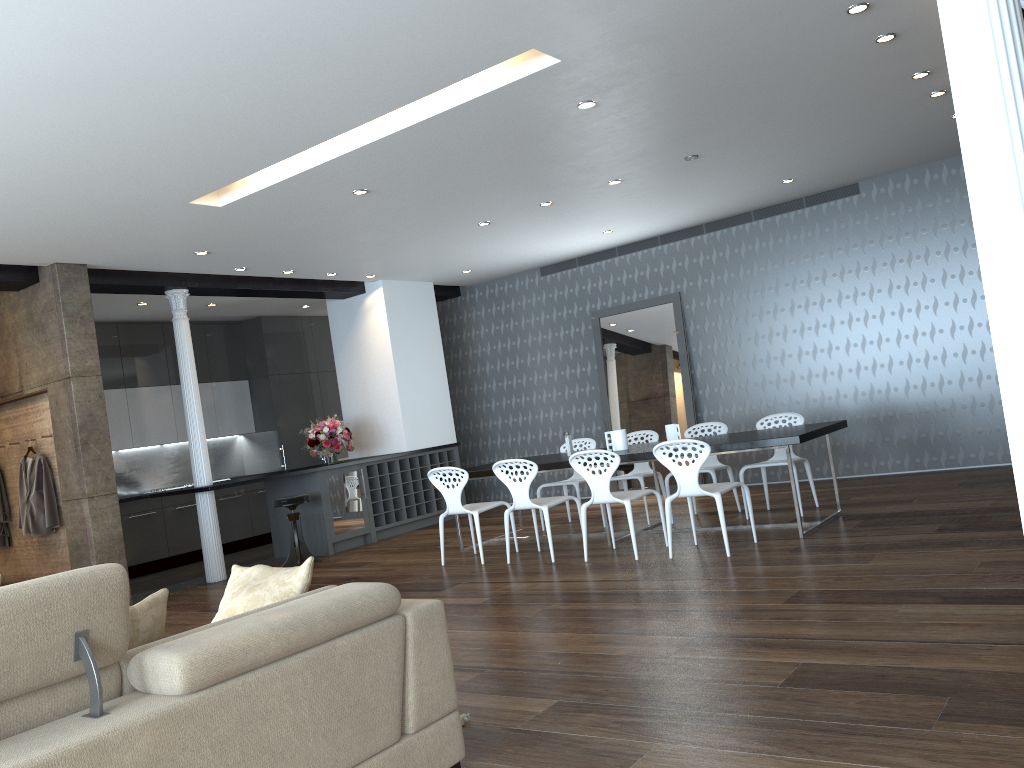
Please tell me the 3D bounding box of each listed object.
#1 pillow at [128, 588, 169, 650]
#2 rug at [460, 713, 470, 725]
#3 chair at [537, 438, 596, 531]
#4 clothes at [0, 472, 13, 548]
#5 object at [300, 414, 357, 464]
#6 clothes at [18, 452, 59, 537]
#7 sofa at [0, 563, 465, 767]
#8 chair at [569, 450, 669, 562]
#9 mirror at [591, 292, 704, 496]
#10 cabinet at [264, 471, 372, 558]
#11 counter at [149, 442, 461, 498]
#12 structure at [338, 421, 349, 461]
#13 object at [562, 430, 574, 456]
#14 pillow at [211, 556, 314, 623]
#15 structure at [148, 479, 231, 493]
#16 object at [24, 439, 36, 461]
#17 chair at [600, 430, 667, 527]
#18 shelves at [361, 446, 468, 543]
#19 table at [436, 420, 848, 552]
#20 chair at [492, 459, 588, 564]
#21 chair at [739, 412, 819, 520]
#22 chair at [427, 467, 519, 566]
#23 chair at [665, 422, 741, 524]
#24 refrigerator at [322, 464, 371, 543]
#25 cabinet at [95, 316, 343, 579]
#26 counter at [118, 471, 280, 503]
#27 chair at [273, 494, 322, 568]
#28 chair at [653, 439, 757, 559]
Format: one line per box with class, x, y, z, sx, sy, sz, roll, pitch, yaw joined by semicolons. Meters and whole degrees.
pillow;-1.221;0.845;2.471;0.301;0.439;0.534;-10;-3;39
rug;-2.591;1.662;2.673;2.972;0.020;4.231;-10;-3;36
chair;0.598;0.985;8.835;0.495;0.835;0.581;-10;-3;36
clothes;-4.954;1.139;8.414;0.569;0.855;0.141;-10;-3;36
object;-2.061;0.630;10.043;0.570;0.552;0.544;-10;-3;42
clothes;-4.246;0.986;7.881;0.700;0.735;0.173;-10;-2;34
sofa;-1.361;0.990;2.269;1.021;0.950;2.581;-10;-3;36
chair;0.780;0.880;6.699;0.495;0.835;0.581;-10;-3;36
mirror;1.575;0.160;10.478;1.200;2.294;0.240;-10;-3;36
cabinet;-2.162;1.411;9.886;0.900;0.897;0.642;-10;-3;36
counter;-2.132;0.938;10.041;1.000;0.040;3.700;-10;-3;36
structure;-2.619;0.861;12.860;0.591;0.596;0.595;-10;-3;36
object;0.493;0.532;7.928;0.076;0.233;0.161;-9;-2;17
pillow;-0.965;0.856;3.226;0.518;0.393;0.395;-10;-3;39
structure;-4.013;1.270;10.994;0.520;0.066;0.900;-10;-3;36
object;-4.288;0.600;7.900;0.430;0.219;0.010;-10;-3;36
chair;1.158;0.885;8.424;0.495;0.835;0.581;-10;-3;36
shelves;-1.478;1.341;10.834;0.900;0.897;1.700;-10;-3;36
table;1.045;0.926;7.639;3.400;0.733;1.200;-10;-3;36
chair;0.197;0.985;7.137;0.495;0.835;0.581;-10;-3;36
chair;2.279;0.685;7.602;0.495;0.835;0.581;-10;-3;36
chair;-0.361;1.084;7.552;0.495;0.835;0.581;-10;-3;36
chair;1.719;0.785;8.013;0.495;0.835;0.581;-10;-3;36
refrigerator;-1.809;1.289;9.658;0.075;0.774;0.578;-10;-3;40
cabinet;-3.368;0.613;12.089;0.827;2.980;7.409;-10;-3;36
counter;-4.382;1.420;10.526;0.807;0.223;3.597;-10;-3;36
chair;0.006;1.185;6.392;21.556;0.952;16.134;-10;-3;36
chair;1.347;0.780;6.307;0.495;0.835;0.581;-10;-3;36
